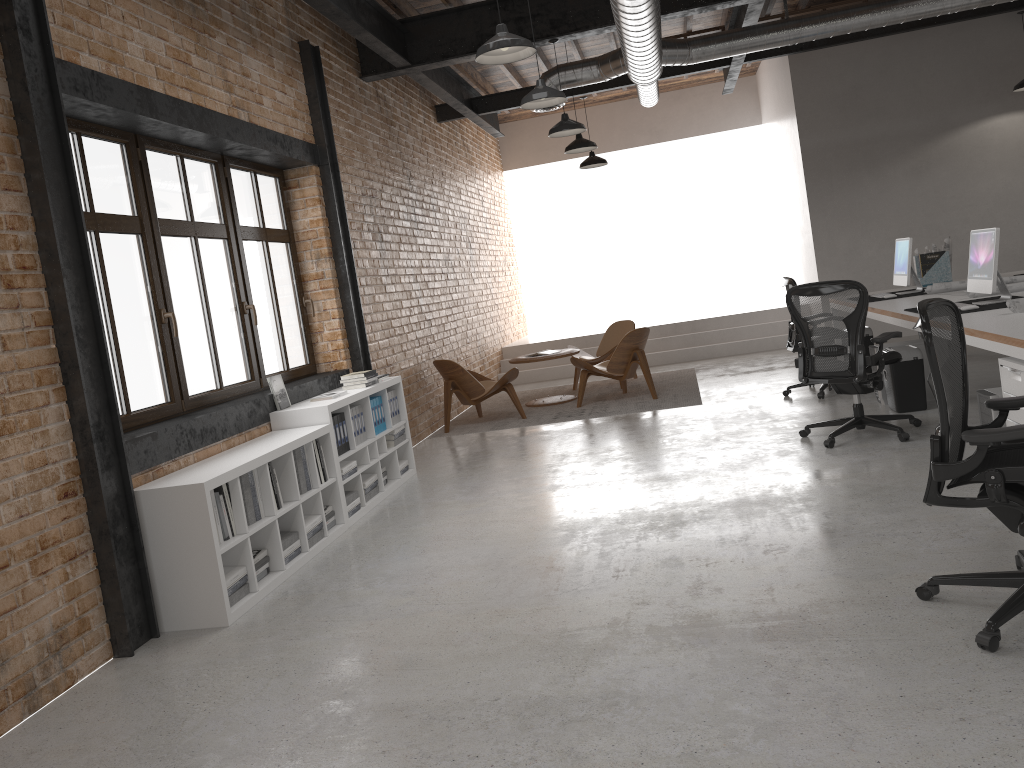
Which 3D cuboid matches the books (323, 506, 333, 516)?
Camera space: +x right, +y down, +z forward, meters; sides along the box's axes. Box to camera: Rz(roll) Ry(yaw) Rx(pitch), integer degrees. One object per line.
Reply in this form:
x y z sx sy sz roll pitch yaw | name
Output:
-1.242 0.798 5.540 0.198 0.054 0.241 -8 6 12 | books

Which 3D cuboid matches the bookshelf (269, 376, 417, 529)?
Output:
-1.162 0.454 6.409 0.399 0.797 1.552 -8 5 11 | bookshelf

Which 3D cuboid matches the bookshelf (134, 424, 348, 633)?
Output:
-1.423 0.715 4.887 0.399 0.682 1.552 -8 6 11 | bookshelf

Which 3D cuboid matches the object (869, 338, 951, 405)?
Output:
3.144 -0.103 6.995 0.540 0.453 0.222 -8 4 11 | object

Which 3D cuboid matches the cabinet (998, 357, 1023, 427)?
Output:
2.608 0.189 4.104 0.459 0.646 0.389 -8 4 11 | cabinet

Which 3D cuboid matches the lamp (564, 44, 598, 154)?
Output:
0.635 -3.172 9.447 0.362 1.359 0.362 -10 3 -11 | lamp

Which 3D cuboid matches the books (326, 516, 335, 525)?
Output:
-1.216 0.857 5.528 0.163 0.047 0.240 -8 6 12 | books

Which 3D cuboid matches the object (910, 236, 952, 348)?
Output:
4.259 -0.859 8.944 0.413 1.207 0.441 -10 4 -11 | object

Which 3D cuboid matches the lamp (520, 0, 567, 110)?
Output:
0.136 -2.800 6.688 0.361 1.359 0.364 -7 4 28 | lamp

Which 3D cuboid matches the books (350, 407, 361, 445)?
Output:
-1.194 0.306 6.192 0.231 0.260 0.062 -8 3 11 | books

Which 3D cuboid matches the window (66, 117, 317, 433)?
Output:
-2.457 -0.333 2.884 0.147 1.685 8.678 -8 6 11 | window

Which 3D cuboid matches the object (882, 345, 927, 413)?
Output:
2.936 -0.041 6.651 0.250 0.464 0.340 -8 4 11 | object

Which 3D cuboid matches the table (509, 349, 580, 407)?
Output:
0.408 -0.068 10.128 0.826 0.568 0.829 -9 5 -1 | table

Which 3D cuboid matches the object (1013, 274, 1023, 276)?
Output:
4.762 -0.964 7.512 0.686 0.008 0.853 -8 6 12 | object

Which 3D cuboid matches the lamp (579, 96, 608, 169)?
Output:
0.951 -3.129 10.988 0.362 0.854 0.362 -10 4 -11 | lamp

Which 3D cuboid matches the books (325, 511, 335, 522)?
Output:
-1.246 0.835 5.519 0.222 0.055 0.283 -8 6 12 | books

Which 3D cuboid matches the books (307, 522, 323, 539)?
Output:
-1.259 0.867 5.213 0.206 0.067 0.276 -8 6 11 | books

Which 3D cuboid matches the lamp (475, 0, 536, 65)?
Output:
-0.103 -2.345 5.171 0.361 0.854 0.364 -7 4 28 | lamp

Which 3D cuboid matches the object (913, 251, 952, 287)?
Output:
3.978 -1.089 8.379 0.280 0.311 0.151 -8 4 11 | object

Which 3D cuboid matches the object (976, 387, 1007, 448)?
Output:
2.689 0.236 4.480 0.540 0.453 0.222 -8 4 11 | object

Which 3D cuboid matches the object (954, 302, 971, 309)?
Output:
2.932 -0.517 5.864 0.118 0.017 0.441 -8 6 11 | object

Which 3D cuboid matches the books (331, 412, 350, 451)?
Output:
-1.229 0.336 5.963 0.231 0.260 0.062 -8 3 11 | books

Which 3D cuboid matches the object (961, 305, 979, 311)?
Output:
2.865 -0.479 5.544 0.106 0.028 0.059 -8 6 10 | object

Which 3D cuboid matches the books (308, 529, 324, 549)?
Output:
-1.258 0.919 5.209 0.216 0.071 0.291 -8 6 11 | books

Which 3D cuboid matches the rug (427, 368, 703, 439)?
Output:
0.732 0.175 10.059 2.725 0.004 3.011 -8 6 11 | rug

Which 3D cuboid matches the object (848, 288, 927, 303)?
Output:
3.404 -0.789 7.852 0.686 0.008 0.852 -8 6 11 | object

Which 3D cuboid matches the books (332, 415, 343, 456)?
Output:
-1.252 0.353 5.837 0.231 0.260 0.062 -8 3 11 | books

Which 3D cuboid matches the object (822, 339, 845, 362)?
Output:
3.374 -0.335 8.991 0.547 0.428 0.269 -8 4 9 | object

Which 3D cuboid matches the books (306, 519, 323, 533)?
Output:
-1.264 0.840 5.219 0.218 0.039 0.261 -8 6 11 | books

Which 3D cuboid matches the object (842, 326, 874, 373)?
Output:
3.373 -0.319 8.620 0.250 0.464 0.340 -8 4 11 | object

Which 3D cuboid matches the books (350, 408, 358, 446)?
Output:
-1.205 0.315 6.129 0.231 0.260 0.062 -8 3 11 | books

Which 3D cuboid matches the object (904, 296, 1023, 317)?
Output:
3.037 -0.516 5.826 0.686 0.008 0.852 -8 6 11 | object

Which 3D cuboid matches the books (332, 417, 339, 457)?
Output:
-1.263 0.362 5.773 0.231 0.260 0.062 -8 3 11 | books

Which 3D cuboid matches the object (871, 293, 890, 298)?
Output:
3.297 -0.789 7.883 0.118 0.017 0.441 -8 6 11 | object

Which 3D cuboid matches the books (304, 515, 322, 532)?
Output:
-1.266 0.822 5.222 0.214 0.051 0.253 -8 6 11 | books

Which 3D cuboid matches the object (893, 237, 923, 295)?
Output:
3.473 -1.044 7.803 0.189 0.483 0.486 -8 5 11 | object

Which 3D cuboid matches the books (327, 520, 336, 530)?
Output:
-1.221 0.889 5.518 0.183 0.049 0.262 -8 6 12 | books

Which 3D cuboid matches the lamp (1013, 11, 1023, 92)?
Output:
5.834 -3.789 10.045 0.362 0.854 0.362 -10 4 -11 | lamp

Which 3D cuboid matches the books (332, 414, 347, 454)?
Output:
-1.240 0.345 5.900 0.231 0.260 0.062 -8 3 11 | books

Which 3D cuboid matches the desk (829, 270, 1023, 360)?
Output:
3.904 -0.295 6.171 2.309 0.767 5.136 -8 6 11 | desk

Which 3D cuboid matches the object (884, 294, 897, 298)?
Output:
3.231 -0.751 7.562 0.106 0.028 0.059 -8 6 12 | object

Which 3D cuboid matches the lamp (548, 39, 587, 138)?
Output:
0.450 -2.756 8.223 0.362 0.854 0.362 -10 4 -11 | lamp

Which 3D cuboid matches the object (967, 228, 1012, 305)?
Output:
3.107 -0.772 5.784 0.189 0.483 0.486 -8 5 11 | object
